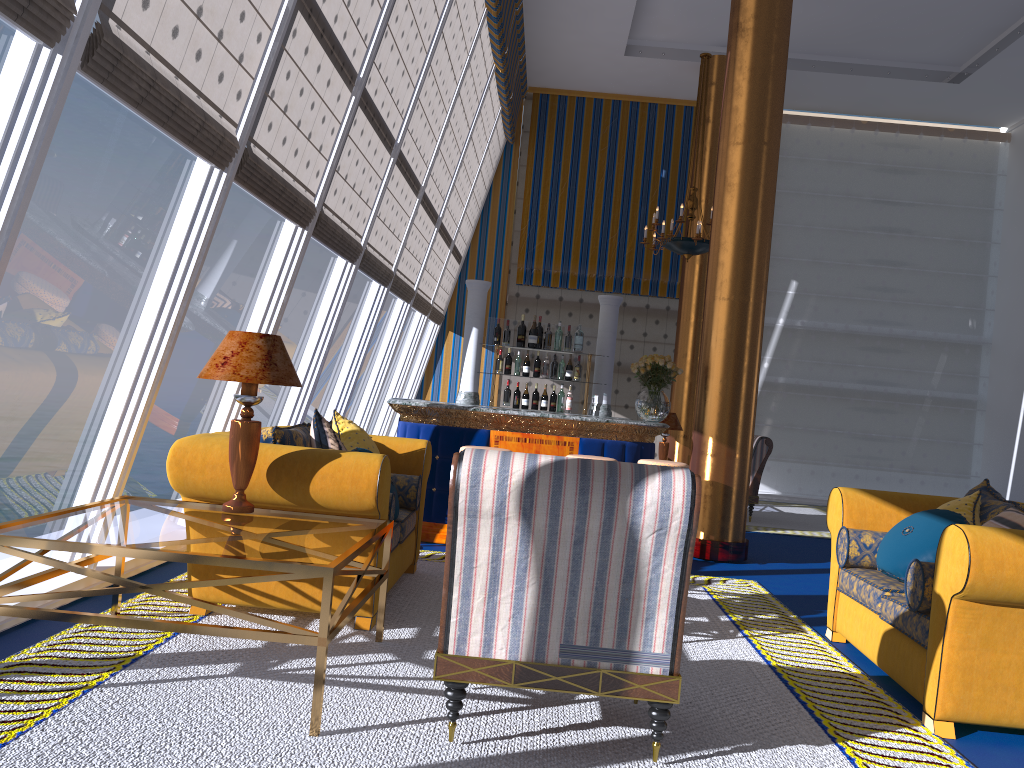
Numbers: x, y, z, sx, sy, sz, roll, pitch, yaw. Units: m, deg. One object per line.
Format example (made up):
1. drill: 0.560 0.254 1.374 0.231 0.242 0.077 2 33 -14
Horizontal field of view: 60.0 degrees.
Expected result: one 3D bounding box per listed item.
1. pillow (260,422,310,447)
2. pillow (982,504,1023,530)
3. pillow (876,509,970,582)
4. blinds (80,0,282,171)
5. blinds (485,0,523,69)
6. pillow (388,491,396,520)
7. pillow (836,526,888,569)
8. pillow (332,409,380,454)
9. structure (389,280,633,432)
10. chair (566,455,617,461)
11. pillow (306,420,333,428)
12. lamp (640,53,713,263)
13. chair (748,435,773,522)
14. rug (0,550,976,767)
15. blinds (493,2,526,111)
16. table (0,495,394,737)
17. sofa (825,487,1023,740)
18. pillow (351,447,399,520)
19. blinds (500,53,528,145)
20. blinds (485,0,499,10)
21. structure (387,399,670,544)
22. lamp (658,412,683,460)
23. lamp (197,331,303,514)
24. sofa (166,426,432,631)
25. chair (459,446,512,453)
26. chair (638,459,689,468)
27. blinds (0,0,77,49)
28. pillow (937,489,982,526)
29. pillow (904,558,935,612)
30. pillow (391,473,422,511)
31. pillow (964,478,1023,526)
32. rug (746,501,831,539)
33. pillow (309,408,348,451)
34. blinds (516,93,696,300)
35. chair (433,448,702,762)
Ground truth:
1. pillow: -1.191 0.477 4.616 0.246 0.549 0.607 5 -1 -1
2. pillow: 2.144 0.763 3.850 0.327 0.456 0.522 5 -1 1
3. pillow: 1.955 0.774 4.226 0.395 0.367 0.455 6 -1 -38
4. blinds: -0.871 -2.717 3.731 0.874 3.394 1.366 5 0 2
5. blinds: -0.109 -4.089 9.588 0.338 0.830 1.525 5 -1 2
6. pillow: -0.774 0.628 4.410 0.373 0.219 0.174 5 -1 1
7. pillow: 1.926 0.877 4.674 0.376 0.219 0.215 5 -1 6
8. pillow: -0.915 0.454 5.221 0.327 0.583 0.580 5 -1 22
9. structure: 0.026 0.193 8.220 2.318 2.196 0.767 5 0 -8
10. chair: 0.549 0.918 6.479 0.403 0.782 0.394 6 -1 -39
11. pillow: -1.169 0.490 5.222 0.246 0.546 0.610 5 -1 -1
12. lamp: 2.136 -2.609 10.267 1.067 2.421 1.051 5 -1 -21
13. chair: 2.497 1.047 10.230 0.783 0.966 0.794 5 -1 2
14. rug: -0.130 1.198 3.287 3.591 0.010 6.259 5 -1 2
15. blinds: -0.052 -4.060 11.127 0.338 0.830 1.525 5 -1 2
16. table: -1.199 0.826 3.463 1.237 0.549 1.152 5 -1 2
17. sofa: 2.206 1.004 4.173 1.010 0.854 1.850 5 -1 4
18. pillow: -0.767 0.559 4.894 0.318 0.404 0.476 5 -1 15
19. blinds: 0.005 -4.030 12.670 0.338 0.830 1.525 5 -1 2
20. blinds: -0.166 -4.119 8.044 0.338 0.830 1.525 5 -1 2
21. structure: 0.109 0.751 7.140 2.320 1.065 0.766 5 -1 -10
22. lamp: 1.942 0.749 11.305 0.448 0.783 0.444 5 -1 -13
23. lamp: -1.163 0.168 3.893 0.443 0.783 0.449 5 -1 17
24. sofa: -1.076 0.706 4.920 1.001 0.854 1.847 5 -1 2
25. chair: -0.215 0.847 6.397 0.394 0.782 0.403 5 -1 40
26. chair: 1.118 0.974 6.746 0.402 0.782 0.394 5 -1 -28
27. blinds: -0.927 -2.747 2.202 0.874 3.394 1.366 5 0 2
28. pillow: 2.203 0.758 4.403 0.231 0.491 0.613 5 -1 7
29. pillow: 1.857 0.855 3.687 0.372 0.219 0.215 5 -1 6
30. pillow: -0.745 0.646 5.404 0.372 0.219 0.215 5 -1 1
31. pillow: 2.356 0.818 4.447 0.353 0.672 0.603 5 -1 10
32. rug: 1.429 1.463 11.011 6.255 0.011 3.595 5 -1 1
33. pillow: -0.937 0.447 4.678 0.281 0.619 0.690 5 -1 0
34. blinds: 1.516 -2.855 13.355 2.660 2.990 0.152 5 0 1
35. chair: 0.177 0.723 3.118 0.793 0.966 0.785 5 -1 2
